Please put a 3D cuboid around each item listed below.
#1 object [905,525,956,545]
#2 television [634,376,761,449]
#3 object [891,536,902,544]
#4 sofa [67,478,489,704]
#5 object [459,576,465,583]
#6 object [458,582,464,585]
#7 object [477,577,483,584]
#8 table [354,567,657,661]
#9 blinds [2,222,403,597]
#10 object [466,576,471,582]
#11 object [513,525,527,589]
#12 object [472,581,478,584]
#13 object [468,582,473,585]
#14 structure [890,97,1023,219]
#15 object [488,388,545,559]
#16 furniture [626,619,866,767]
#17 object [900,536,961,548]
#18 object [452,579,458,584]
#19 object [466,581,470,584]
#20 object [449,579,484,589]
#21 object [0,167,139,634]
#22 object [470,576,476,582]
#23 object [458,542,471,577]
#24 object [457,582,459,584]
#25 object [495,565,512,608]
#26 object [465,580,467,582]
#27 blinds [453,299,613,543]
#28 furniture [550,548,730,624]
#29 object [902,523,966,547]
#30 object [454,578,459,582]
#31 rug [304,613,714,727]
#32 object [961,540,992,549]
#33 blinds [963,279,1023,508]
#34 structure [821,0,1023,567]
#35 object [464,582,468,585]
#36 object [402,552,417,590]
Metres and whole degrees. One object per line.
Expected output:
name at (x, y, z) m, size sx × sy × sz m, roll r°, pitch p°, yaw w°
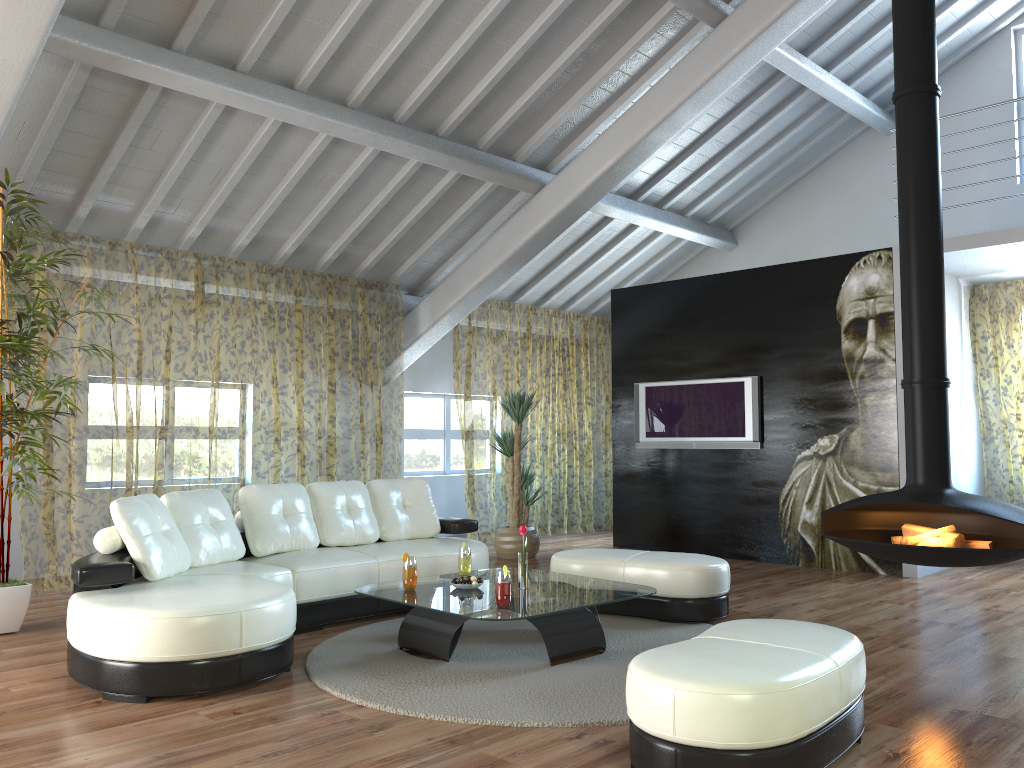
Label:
object at (2.279, 0.825, 4.827) m, size 0.268 × 0.117 × 0.040 m, roll 0°, pitch -4°, yaw 1°
television at (1.699, 0.280, 8.268) m, size 1.336 × 0.639 × 0.044 m, roll -4°, pitch -5°, yaw 44°
object at (2.301, 0.891, 5.004) m, size 0.302 × 0.127 × 0.089 m, roll -1°, pitch -4°, yaw 20°
sofa at (-1.244, 0.991, 5.112) m, size 1.359 × 0.805 × 3.047 m, roll -2°, pitch -4°, yaw 23°
object at (-0.254, 1.000, 4.529) m, size 0.030 × 0.034 × 0.030 m, roll -2°, pitch -4°, yaw 26°
object at (-0.261, 1.021, 4.508) m, size 0.032 × 0.031 × 0.031 m, roll -2°, pitch -4°, yaw 21°
object at (-0.164, 1.005, 4.534) m, size 0.030 × 0.033 × 0.030 m, roll -2°, pitch -4°, yaw 24°
table at (-0.036, 1.189, 4.513) m, size 1.201 × 0.290 × 1.201 m, roll 3°, pitch -5°, yaw -43°
blinds at (-2.271, 0.247, 7.197) m, size 0.306 × 2.546 × 3.505 m, roll -4°, pitch -5°, yaw 44°
object at (-0.221, 1.007, 4.582) m, size 0.031 × 0.031 × 0.030 m, roll 3°, pitch -5°, yaw -43°
object at (0.047, 0.884, 4.542) m, size 0.069 × 0.323 × 0.060 m, roll -2°, pitch -4°, yaw 21°
object at (-0.187, 1.020, 4.520) m, size 0.032 × 0.032 × 0.030 m, roll 3°, pitch -5°, yaw -43°
object at (-0.207, 1.029, 4.541) m, size 0.032 × 0.030 × 0.032 m, roll 0°, pitch -4°, yaw 3°
structure at (0.442, -1.810, 2.594) m, size 2.536 × 1.055 × 10.133 m, roll -4°, pitch -5°, yaw 44°
object at (0.032, 0.817, 8.195) m, size 0.564 × 1.586 × 0.588 m, roll 1°, pitch -4°, yaw -12°
furniture at (0.838, 1.072, 3.053) m, size 0.596 × 0.367 × 1.134 m, roll -3°, pitch -5°, yaw 38°
object at (2.274, 0.877, 4.825) m, size 0.285 × 0.103 × 0.095 m, roll -4°, pitch -5°, yaw 44°
object at (-0.293, 1.017, 4.552) m, size 0.032 × 0.031 × 0.031 m, roll 1°, pitch -4°, yaw -17°
object at (-0.231, 1.030, 4.561) m, size 0.032 × 0.030 × 0.031 m, roll 1°, pitch -4°, yaw -10°
object at (-0.232, 1.032, 4.555) m, size 0.178 × 0.031 × 0.178 m, roll -3°, pitch -5°, yaw 37°
object at (-2.835, 0.135, 4.927) m, size 1.399 × 2.473 × 1.177 m, roll 1°, pitch -4°, yaw -21°
object at (-0.199, 1.002, 4.555) m, size 0.032 × 0.032 × 0.029 m, roll -1°, pitch -4°, yaw 9°
object at (-0.266, 0.977, 4.945) m, size 0.081 × 0.192 × 0.075 m, roll 3°, pitch -5°, yaw -40°
object at (-0.268, 1.028, 4.539) m, size 0.031 × 0.030 × 0.032 m, roll -1°, pitch -4°, yaw 7°
object at (-0.039, 0.916, 4.020) m, size 0.075 × 0.192 × 0.081 m, roll -1°, pitch -4°, yaw 19°
object at (-0.237, 1.031, 4.593) m, size 0.031 × 0.031 × 0.030 m, roll 1°, pitch -4°, yaw -18°
blinds at (0.354, 0.419, 9.897) m, size 0.306 × 2.546 × 2.780 m, roll -4°, pitch -5°, yaw 44°
furniture at (0.781, 1.231, 5.479) m, size 1.134 × 0.367 × 0.596 m, roll -2°, pitch -4°, yaw 28°
object at (2.324, 0.846, 4.898) m, size 0.109 × 0.129 × 0.317 m, roll 3°, pitch -5°, yaw -36°
object at (-0.289, 1.018, 4.583) m, size 0.030 × 0.031 × 0.032 m, roll 3°, pitch -5°, yaw -37°
rug at (0.150, 1.338, 4.433) m, size 2.307 × 0.020 × 2.313 m, roll -1°, pitch -4°, yaw 15°
object at (2.456, 0.889, 4.822) m, size 0.274 × 0.082 × 0.066 m, roll -4°, pitch -5°, yaw 44°
blinds at (5.032, 0.224, 6.874) m, size 2.780 × 2.324 × 0.306 m, roll -4°, pitch -5°, yaw 44°
structure at (2.281, -1.753, 5.013) m, size 1.176 × 5.494 × 0.851 m, roll -4°, pitch -5°, yaw 43°
object at (-0.237, 1.027, 4.530) m, size 0.032 × 0.030 × 0.031 m, roll -4°, pitch -5°, yaw 42°
object at (-0.521, 0.948, 4.500) m, size 0.081 × 0.192 × 0.075 m, roll 1°, pitch -4°, yaw -11°
